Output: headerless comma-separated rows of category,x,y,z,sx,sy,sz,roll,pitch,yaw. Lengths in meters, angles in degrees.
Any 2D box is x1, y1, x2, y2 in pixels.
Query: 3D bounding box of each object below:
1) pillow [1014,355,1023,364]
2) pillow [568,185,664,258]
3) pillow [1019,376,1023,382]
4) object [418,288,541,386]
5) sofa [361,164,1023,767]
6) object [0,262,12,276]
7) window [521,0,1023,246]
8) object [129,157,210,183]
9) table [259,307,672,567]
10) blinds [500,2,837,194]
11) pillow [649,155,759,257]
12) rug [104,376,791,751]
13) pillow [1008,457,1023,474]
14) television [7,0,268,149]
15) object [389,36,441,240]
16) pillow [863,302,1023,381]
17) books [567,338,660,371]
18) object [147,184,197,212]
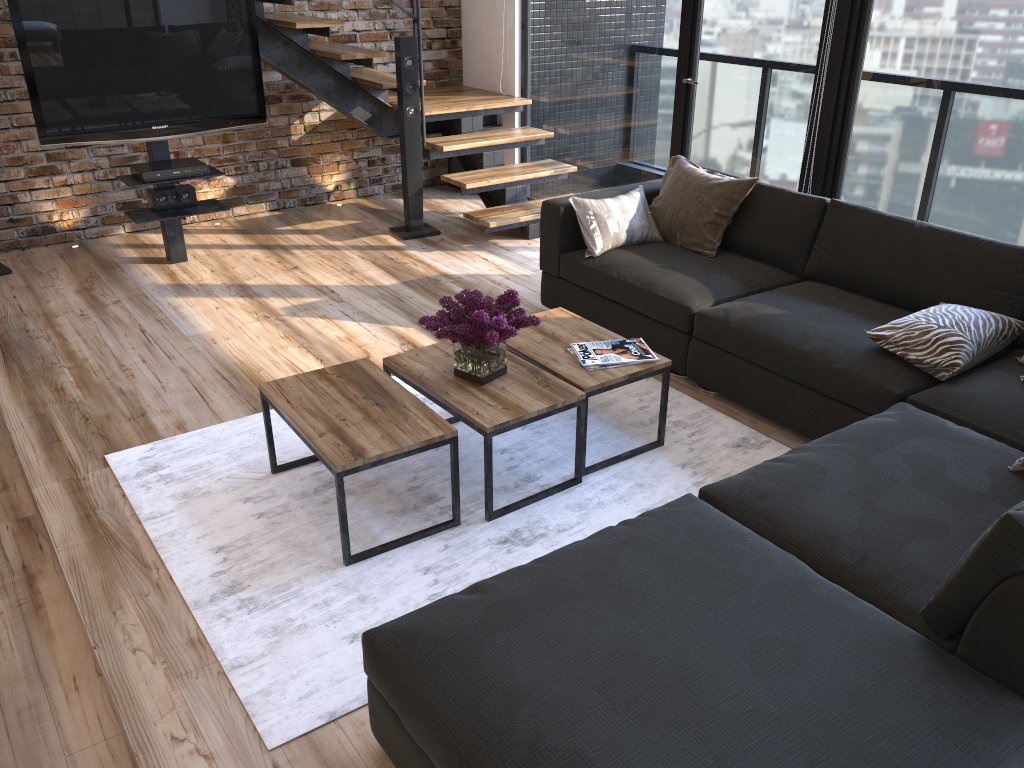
pillow,2.002,-0.117,2.880,0.234,0.296,0.609,-17,31,-30
pillow,0.519,-0.792,4.322,0.497,0.267,0.211,-16,31,-30
pillow,1.910,-0.076,2.743,0.250,0.316,0.529,-15,30,-27
object,-0.107,-0.185,2.980,0.374,0.345,0.340,-16,31,-30
sofa,0.593,-0.028,3.058,2.993,0.705,3.031,-17,31,-31
object,-3.058,-1.177,4.836,0.270,1.213,0.270,-24,35,-39
window,0.000,-2.426,2.852,5.652,5.601,13.342,-17,31,-31
object,-1.896,-1.187,4.918,0.359,0.058,0.274,-17,31,-31
table,-0.135,0.125,3.138,1.296,0.352,0.694,-17,31,-31
blinds,1.482,-1.448,4.188,0.095,2.056,5.347,-17,31,-31
pillow,0.882,-0.880,4.353,0.264,0.384,0.607,-17,31,-31
rug,-0.163,0.294,3.193,2.109,0.003,1.630,-17,31,-31
pillow,1.661,0.104,2.441,0.546,0.311,0.272,-17,31,-31
television,-1.935,-1.698,4.705,1.204,0.788,0.135,-17,31,-30
object,-0.639,-1.539,5.584,0.270,1.213,0.269,-14,30,-26
pillow,1.567,-0.176,3.193,0.529,0.179,0.354,-18,31,-33
books,0.365,-0.111,3.206,0.295,0.013,0.227,-6,27,-13
object,-1.936,-1.062,5.056,0.246,0.112,0.088,-17,31,-31
